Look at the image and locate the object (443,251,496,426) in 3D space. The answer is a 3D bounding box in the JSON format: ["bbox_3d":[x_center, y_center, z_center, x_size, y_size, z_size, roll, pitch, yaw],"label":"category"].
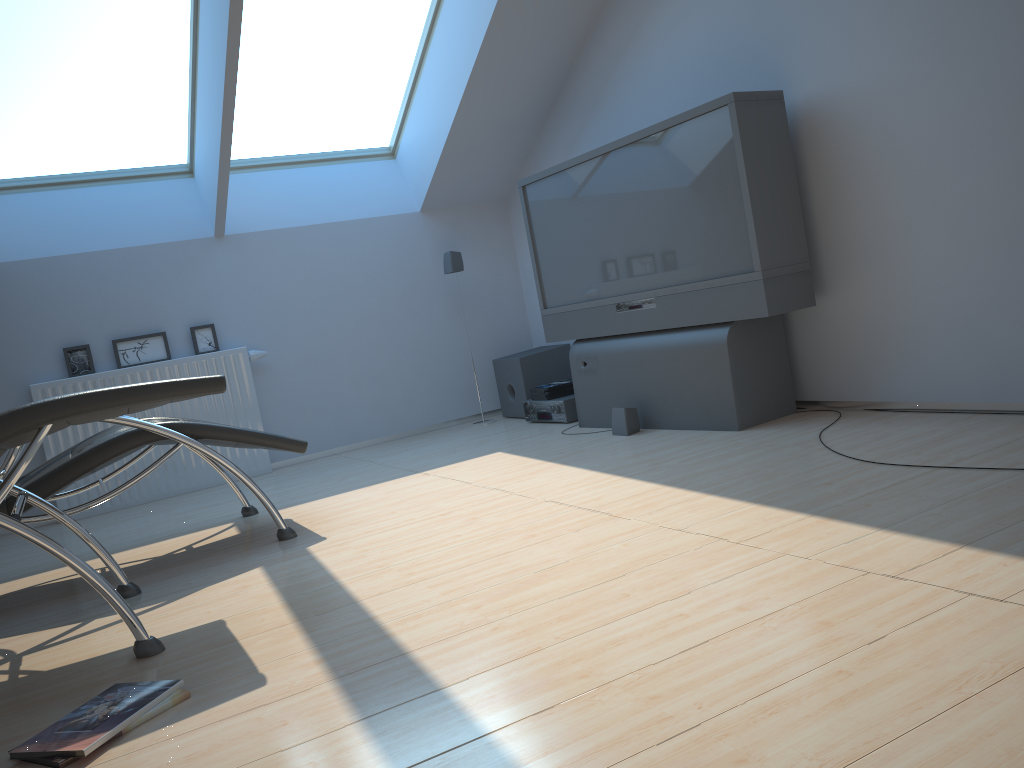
[{"bbox_3d":[-0.296,-0.310,5.989,0.158,1.181,0.160,-13,5,-27],"label":"object"}]

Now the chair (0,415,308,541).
[{"bbox_3d":[-1.862,0.155,3.432,1.938,1.251,0.836,-13,5,-27],"label":"chair"}]

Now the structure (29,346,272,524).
[{"bbox_3d":[-2.059,0.267,5.306,1.324,0.800,0.120,-13,5,-27],"label":"structure"}]

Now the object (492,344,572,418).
[{"bbox_3d":[0.161,-0.022,6.024,0.401,0.424,0.400,-13,5,-27],"label":"object"}]

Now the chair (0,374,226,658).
[{"bbox_3d":[-1.837,0.393,2.349,2.114,0.953,0.836,-13,5,-27],"label":"chair"}]

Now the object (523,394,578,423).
[{"bbox_3d":[0.337,0.137,5.517,0.358,0.138,0.450,-13,6,-32],"label":"object"}]

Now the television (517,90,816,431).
[{"bbox_3d":[0.734,-0.516,4.550,0.400,1.446,1.686,-13,6,-32],"label":"television"}]

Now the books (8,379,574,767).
[{"bbox_3d":[-0.467,0.421,3.463,1.045,0.222,4.790,-8,5,30],"label":"books"}]

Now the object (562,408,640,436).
[{"bbox_3d":[0.459,0.163,4.998,0.394,0.141,1.163,-10,5,2],"label":"object"}]

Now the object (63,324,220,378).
[{"bbox_3d":[-2.189,-0.199,5.276,0.846,0.180,0.030,-13,5,-27],"label":"object"}]
